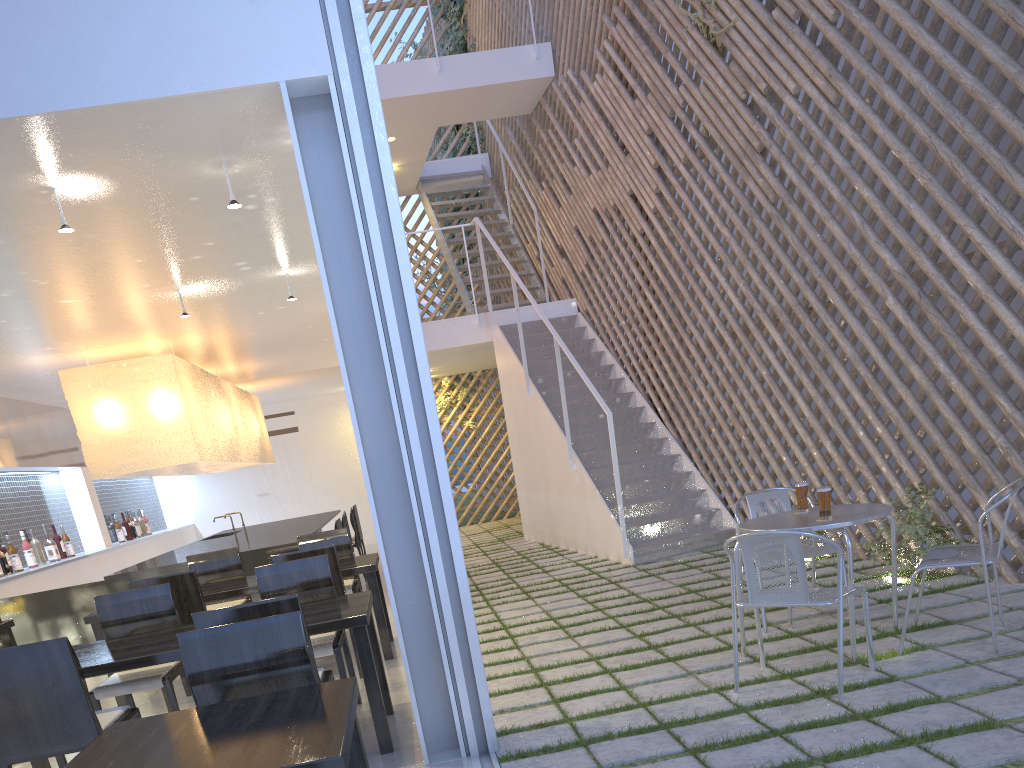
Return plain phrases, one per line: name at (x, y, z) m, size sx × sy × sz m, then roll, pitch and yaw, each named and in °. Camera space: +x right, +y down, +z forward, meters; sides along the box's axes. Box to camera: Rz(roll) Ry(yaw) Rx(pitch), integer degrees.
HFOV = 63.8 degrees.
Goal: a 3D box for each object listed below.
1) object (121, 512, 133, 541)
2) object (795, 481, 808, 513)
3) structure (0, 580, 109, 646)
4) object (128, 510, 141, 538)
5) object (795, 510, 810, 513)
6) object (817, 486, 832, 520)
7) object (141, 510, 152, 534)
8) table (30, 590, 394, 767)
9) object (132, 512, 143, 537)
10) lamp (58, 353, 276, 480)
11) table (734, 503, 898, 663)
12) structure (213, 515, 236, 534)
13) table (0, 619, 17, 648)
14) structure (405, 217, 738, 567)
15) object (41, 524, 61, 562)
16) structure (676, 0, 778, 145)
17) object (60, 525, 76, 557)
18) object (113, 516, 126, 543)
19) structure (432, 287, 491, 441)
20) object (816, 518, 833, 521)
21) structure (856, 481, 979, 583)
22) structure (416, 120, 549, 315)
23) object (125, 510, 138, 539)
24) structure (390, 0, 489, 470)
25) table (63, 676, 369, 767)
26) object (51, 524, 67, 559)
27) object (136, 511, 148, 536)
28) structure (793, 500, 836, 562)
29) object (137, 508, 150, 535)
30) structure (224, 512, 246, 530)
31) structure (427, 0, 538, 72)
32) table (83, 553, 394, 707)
object at (-2.569, 0.949, 5.473) m, size 0.043 × 0.206 × 0.043 m, roll -13°, pitch 16°, yaw -15°
object at (0.736, 0.287, 2.088) m, size 0.031 × 0.082 × 0.029 m, roll 1°, pitch 17°, yaw 37°
structure at (-1.903, 1.034, 3.389) m, size 0.553 × 0.395 × 0.011 m, roll -10°, pitch 16°, yaw -5°
object at (-2.621, 0.970, 5.695) m, size 0.046 × 0.216 × 0.043 m, roll -10°, pitch 15°, yaw -5°
object at (-0.692, 0.341, 1.923) m, size 2.887 × 0.465 × 0.056 m, roll -10°, pitch 16°, yaw -4°
object at (0.723, 0.276, 1.902) m, size 0.031 × 0.082 × 0.029 m, roll 1°, pitch 17°, yaw 37°
object at (-2.646, 0.999, 5.939) m, size 0.044 × 0.198 × 0.039 m, roll -7°, pitch 15°, yaw 5°
table at (-0.750, 0.745, 1.909) m, size 0.910 × 0.352 × 0.334 m, roll -10°, pitch 6°, yaw -5°
object at (-2.629, 0.984, 5.766) m, size 0.045 × 0.198 × 0.042 m, roll 3°, pitch 19°, yaw 38°
lamp at (-1.686, 0.239, 4.381) m, size 0.444 × 0.442 × 2.226 m, roll -10°, pitch -3°, yaw -9°
table at (0.758, 0.492, 2.051) m, size 0.349 × 0.354 × 0.327 m, roll -3°, pitch 9°, yaw 45°
structure at (-1.709, 0.843, 4.887) m, size 0.112 × 0.132 × 0.032 m, roll -10°, pitch 15°, yaw -5°
table at (-1.853, 0.996, 2.716) m, size 0.357 × 0.352 × 0.334 m, roll -10°, pitch 6°, yaw -7°
structure at (0.099, -0.046, 4.340) m, size 1.165 × 2.078 × 1.880 m, roll -12°, pitch 7°, yaw -14°
object at (-2.405, 0.828, 4.277) m, size 0.046 × 0.216 × 0.043 m, roll -10°, pitch 15°, yaw -5°
structure at (0.822, -2.447, 2.393) m, size 0.727 × 2.887 × 2.258 m, roll -14°, pitch 9°, yaw -17°
object at (-2.439, 0.862, 4.506) m, size 0.039 × 0.193 × 0.040 m, roll -20°, pitch 19°, yaw -35°
object at (-2.568, 0.948, 5.372) m, size 0.039 × 0.193 × 0.040 m, roll -20°, pitch 19°, yaw -35°
structure at (-0.563, 0.240, 6.945) m, size 1.138 × 2.125 × 0.268 m, roll -10°, pitch 16°, yaw -5°
object at (-0.694, 0.350, 1.812) m, size 2.860 × 0.430 × 0.034 m, roll -10°, pitch 16°, yaw -2°
structure at (1.259, 0.463, 2.571) m, size 0.287 × 0.343 × 0.306 m, roll -13°, pitch 8°, yaw -22°
structure at (-0.285, -1.314, 5.821) m, size 0.528 × 2.002 × 1.191 m, roll -13°, pitch 11°, yaw -14°
object at (-2.606, 0.960, 5.612) m, size 0.046 × 0.216 × 0.042 m, roll -11°, pitch 15°, yaw -7°
structure at (-0.424, -1.472, 7.305) m, size 1.105 × 4.802 × 3.120 m, roll -12°, pitch 10°, yaw -11°
table at (-0.357, 0.616, 1.089) m, size 0.357 × 0.352 × 0.334 m, roll -10°, pitch 6°, yaw -7°
object at (-2.446, 0.851, 4.436) m, size 0.043 × 0.206 × 0.043 m, roll -13°, pitch 16°, yaw -15°
object at (-2.622, 0.987, 5.820) m, size 0.046 × 0.198 × 0.042 m, roll -11°, pitch 15°, yaw -7°
structure at (1.157, 0.562, 3.196) m, size 0.267 × 0.277 × 0.247 m, roll -9°, pitch 7°, yaw 1°
object at (-2.640, 0.986, 5.876) m, size 0.047 × 0.216 × 0.042 m, roll 1°, pitch 18°, yaw 33°
structure at (-1.756, 0.875, 5.209) m, size 0.112 × 0.132 × 0.032 m, roll -10°, pitch 15°, yaw -5°
structure at (-0.455, -2.053, 4.558) m, size 1.133 × 0.607 × 0.025 m, roll -10°, pitch 16°, yaw -5°
table at (-0.879, 0.833, 2.798) m, size 0.910 × 0.352 × 0.334 m, roll -10°, pitch 6°, yaw -5°
